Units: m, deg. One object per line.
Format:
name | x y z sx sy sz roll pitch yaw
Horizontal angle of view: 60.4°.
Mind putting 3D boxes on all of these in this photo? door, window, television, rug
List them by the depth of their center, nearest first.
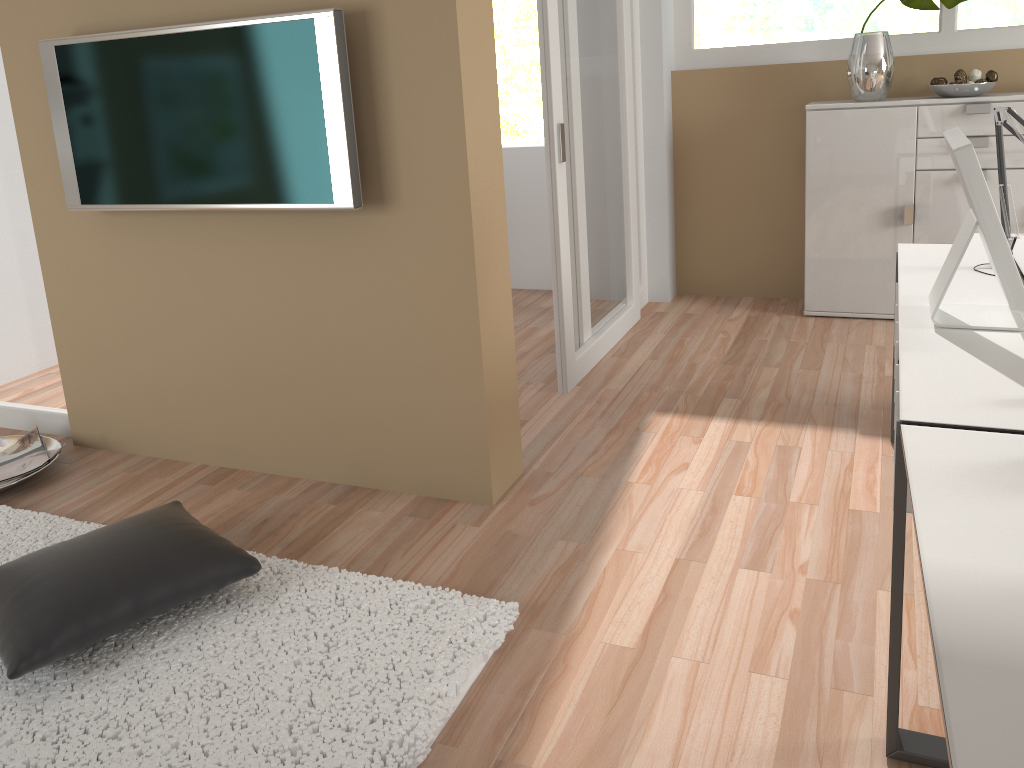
rug | -1.158 0.725 1.966 2.029 0.044 1.492 5 21 23
television | -1.014 -0.838 2.791 1.176 0.563 0.056 4 15 23
door | 0.372 -1.409 3.987 0.060 2.576 1.220 2 15 23
window | 2.548 -2.513 4.171 3.642 1.749 0.046 4 15 23
door | 0.462 -1.535 4.335 0.045 2.576 1.220 2 15 23
window | 0.431 -5.000 10.823 12.058 5.800 2.138 -2 14 7

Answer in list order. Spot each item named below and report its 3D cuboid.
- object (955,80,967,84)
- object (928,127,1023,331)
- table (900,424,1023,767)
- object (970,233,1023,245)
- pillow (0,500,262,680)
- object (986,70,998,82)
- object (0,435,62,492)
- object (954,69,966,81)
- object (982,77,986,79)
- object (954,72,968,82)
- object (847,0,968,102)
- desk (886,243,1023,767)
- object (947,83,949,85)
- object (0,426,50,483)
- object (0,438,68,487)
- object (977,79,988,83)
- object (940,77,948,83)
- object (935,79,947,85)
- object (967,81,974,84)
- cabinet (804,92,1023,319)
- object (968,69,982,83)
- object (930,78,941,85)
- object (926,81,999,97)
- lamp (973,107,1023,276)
object | 2.127 -1.408 4.171 0.057 0.063 0.053 8 19 35
object | 1.080 -0.361 2.031 0.198 0.419 0.480 2 17 23
table | 0.981 0.560 1.051 0.927 0.669 0.835 3 18 20
object | 1.849 -0.146 2.965 0.623 0.657 0.317 3 16 23
pillow | -1.054 0.504 2.293 0.619 0.204 0.590 -19 24 -38
object | 2.272 -1.453 4.169 0.053 0.066 0.054 6 18 31
object | -1.959 0.331 3.204 0.585 0.062 0.604 -4 19 -1
object | 2.188 -1.503 4.298 0.053 0.069 0.054 5 17 29
object | 2.269 -1.438 4.221 0.052 0.064 0.058 -1 16 8
object | 2.144 -1.459 4.202 0.053 0.062 0.057 -1 16 8
object | 2.068 -1.805 4.219 0.859 0.822 0.272 2 15 21
desk | 1.371 0.151 2.159 0.806 0.667 1.648 3 19 23
object | 2.120 -1.433 4.280 0.057 0.059 0.056 -17 21 -39
object | -1.971 0.301 3.208 0.506 0.094 0.348 -17 23 -34
object | -1.964 0.294 3.261 0.500 0.094 0.353 4 20 23
object | 2.230 -1.416 4.175 0.054 0.062 0.058 -3 16 1
object | 2.115 -1.479 4.338 0.054 0.062 0.058 -8 16 -16
object | 2.071 -1.441 4.251 0.056 0.059 0.056 -10 17 -21
object | 2.181 -1.408 4.189 0.055 0.064 0.054 0 16 14
cabinet | 2.260 -0.871 4.349 1.526 1.055 0.428 4 16 23
object | 2.206 -1.468 4.195 0.052 0.065 0.056 -17 21 -41
object | 2.075 -1.466 4.302 0.056 0.063 0.054 -3 15 3
object | 2.174 -1.423 4.254 0.314 0.062 0.323 -7 19 -10
lamp | 1.407 -0.449 2.297 0.140 0.514 0.555 -6 16 -10
